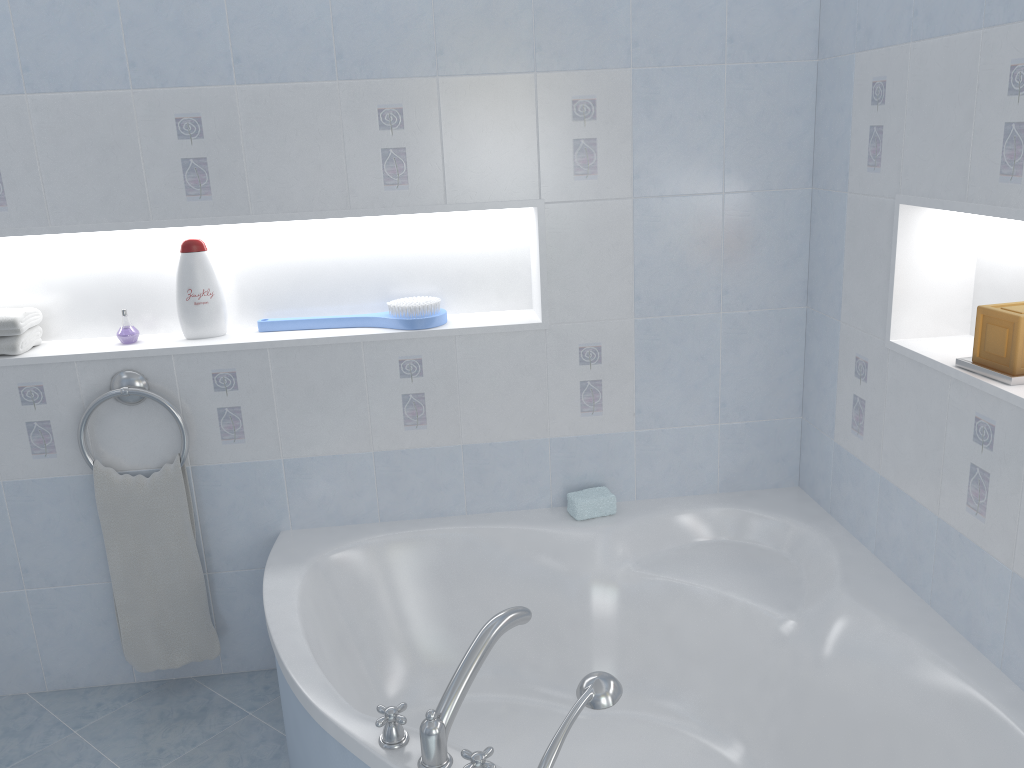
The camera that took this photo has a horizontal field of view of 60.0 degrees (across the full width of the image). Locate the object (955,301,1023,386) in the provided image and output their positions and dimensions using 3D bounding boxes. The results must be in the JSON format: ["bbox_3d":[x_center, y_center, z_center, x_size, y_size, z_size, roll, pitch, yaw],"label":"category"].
[{"bbox_3d":[1.016,-0.088,1.772,0.160,0.130,0.160,-6,16,-10],"label":"object"}]

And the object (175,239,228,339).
[{"bbox_3d":[-0.866,-0.263,2.455,0.134,0.276,0.063,-8,17,-16],"label":"object"}]

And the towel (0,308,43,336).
[{"bbox_3d":[-1.422,-0.167,2.406,0.232,0.062,0.163,-4,16,-3],"label":"towel"}]

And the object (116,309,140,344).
[{"bbox_3d":[-1.064,-0.160,2.450,0.059,0.094,0.059,-6,16,-10],"label":"object"}]

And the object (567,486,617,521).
[{"bbox_3d":[0.230,0.345,2.564,0.128,0.059,0.081,-8,17,-18],"label":"object"}]

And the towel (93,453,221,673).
[{"bbox_3d":[-0.997,0.506,2.482,0.280,0.634,0.101,-5,16,-7],"label":"towel"}]

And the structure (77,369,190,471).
[{"bbox_3d":[-1.026,0.126,2.407,0.291,0.332,0.051,-4,16,-5],"label":"structure"}]

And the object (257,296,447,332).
[{"bbox_3d":[-0.450,-0.203,2.548,0.534,0.065,0.172,0,16,9],"label":"object"}]

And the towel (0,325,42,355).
[{"bbox_3d":[-1.430,-0.116,2.418,0.232,0.060,0.162,-4,16,-3],"label":"towel"}]

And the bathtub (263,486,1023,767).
[{"bbox_3d":[0.193,0.698,1.931,1.578,0.670,1.596,-4,16,-5],"label":"bathtub"}]
